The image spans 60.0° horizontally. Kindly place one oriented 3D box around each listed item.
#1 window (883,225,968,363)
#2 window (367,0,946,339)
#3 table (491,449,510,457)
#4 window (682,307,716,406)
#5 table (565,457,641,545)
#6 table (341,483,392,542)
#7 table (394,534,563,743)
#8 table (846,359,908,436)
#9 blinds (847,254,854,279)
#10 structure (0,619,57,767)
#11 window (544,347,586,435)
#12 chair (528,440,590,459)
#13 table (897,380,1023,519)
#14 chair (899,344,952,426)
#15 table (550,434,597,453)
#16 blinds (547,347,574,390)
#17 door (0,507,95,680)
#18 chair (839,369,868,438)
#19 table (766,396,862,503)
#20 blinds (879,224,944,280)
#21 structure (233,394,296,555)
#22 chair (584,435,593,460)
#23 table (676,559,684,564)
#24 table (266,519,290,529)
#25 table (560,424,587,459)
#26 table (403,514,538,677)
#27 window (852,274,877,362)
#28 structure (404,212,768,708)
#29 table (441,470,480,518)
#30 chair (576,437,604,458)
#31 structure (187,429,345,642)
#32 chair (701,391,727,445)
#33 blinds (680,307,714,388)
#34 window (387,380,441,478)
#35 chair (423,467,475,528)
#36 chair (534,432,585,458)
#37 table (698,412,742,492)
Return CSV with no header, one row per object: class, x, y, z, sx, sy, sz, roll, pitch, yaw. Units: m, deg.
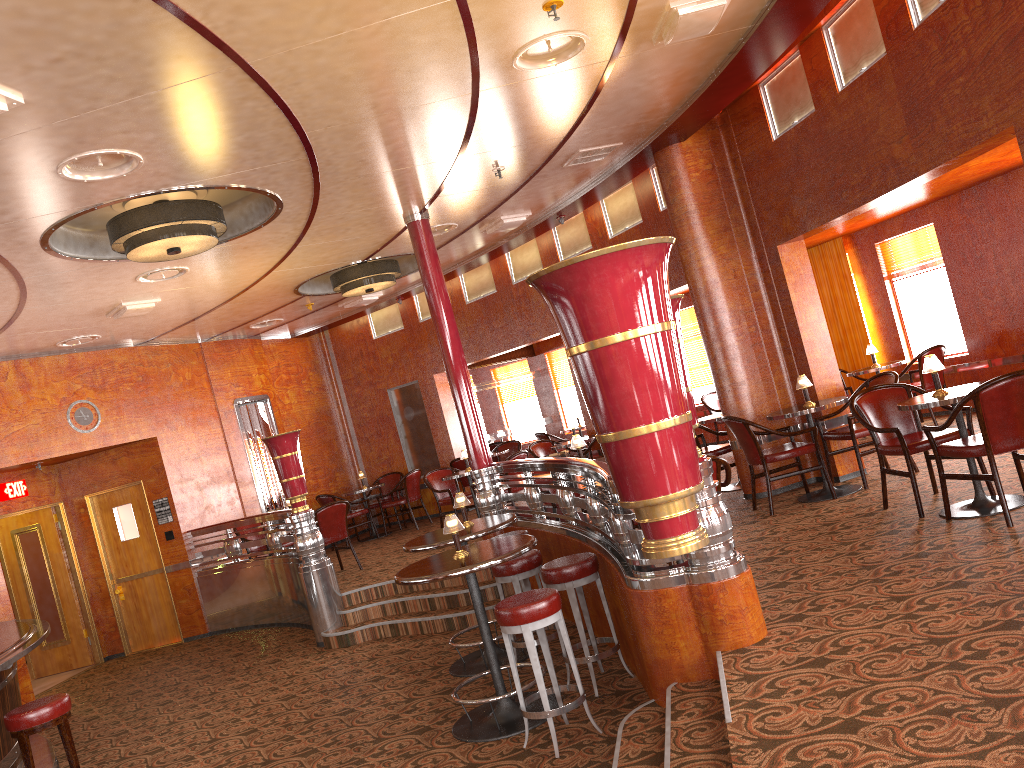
window,4.554,-0.977,9.747,0.040,1.420,0.821,-15,-1,-22
window,0.814,-1.825,8.440,1.954,0.480,11.964,-14,-1,-22
table,-0.259,1.383,12.976,0.641,0.720,0.638,-16,-1,40
window,2.750,-0.420,13.011,0.040,1.420,0.821,-14,-1,-38
table,0.707,0.983,7.043,0.639,0.720,0.640,-15,-1,-19
table,-2.052,1.853,12.745,0.641,0.720,0.638,-16,-1,40
table,-0.148,1.453,5.118,0.850,0.960,0.849,-15,-1,13
table,4.073,0.156,9.687,0.640,0.720,0.639,-15,-1,15
blinds,3.872,-1.342,10.877,0.057,0.312,0.804,-15,-1,-27
structure,-4.458,2.529,4.259,3.209,1.047,7.807,-15,-1,10
window,1.075,0.068,14.826,0.840,1.436,0.150,-16,-1,41
chair,0.603,1.056,10.949,0.587,0.817,0.616,-14,-1,-44
table,2.763,0.398,5.374,0.639,0.720,0.641,-14,-1,-28
chair,4.303,0.036,9.319,0.587,0.817,0.616,-14,-1,-29
table,0.864,1.030,10.682,0.641,0.720,0.638,-16,-1,40
blinds,0.960,-0.294,14.809,0.805,0.661,0.050,-16,-1,41
door,-5.666,2.512,10.712,0.808,1.983,0.063,-15,-1,5
chair,3.832,0.179,10.074,0.587,0.817,0.616,-14,-1,-29
table,2.435,0.526,7.056,0.641,0.720,0.639,-15,-1,31
blinds,4.388,-1.440,9.735,0.057,0.439,0.804,-15,-1,-22
structure,-3.216,1.299,12.020,0.558,2.354,0.810,-15,-1,32
chair,1.521,0.882,13.809,0.587,0.817,0.616,-14,-1,-22
table,0.984,0.873,5.517,0.638,0.720,0.641,-14,-1,-37
table,-2.427,1.891,10.220,0.641,0.720,0.638,-16,-1,40
table,1.173,1.036,14.305,0.639,0.720,0.640,-15,-1,-9
table,-0.253,1.511,6.376,0.849,0.960,0.850,-15,-1,-10
window,4.053,-0.816,10.892,0.040,1.420,0.821,-15,-1,-27
structure,0.112,0.039,6.083,0.548,3.605,4.358,-15,-1,-15
table,-0.429,1.365,10.380,0.641,0.720,0.638,-16,-1,40
chair,1.095,0.909,10.250,0.587,0.817,0.616,-14,-1,-39
structure,-2.700,1.687,9.574,0.623,2.024,3.174,-14,-1,-39
chair,2.922,0.462,11.803,0.587,0.817,0.616,-14,-1,-29
blinds,2.684,-0.530,12.985,0.050,1.173,0.805,-14,-1,-38
window,-1.385,0.688,13.432,0.808,1.440,0.257,-15,-1,36
chair,-0.673,1.387,10.685,0.587,0.817,0.616,-14,-1,-39
chair,0.755,1.092,14.101,0.614,0.817,0.588,-14,-1,-22
table,2.170,0.634,8.627,0.640,0.720,0.639,-15,-1,22
